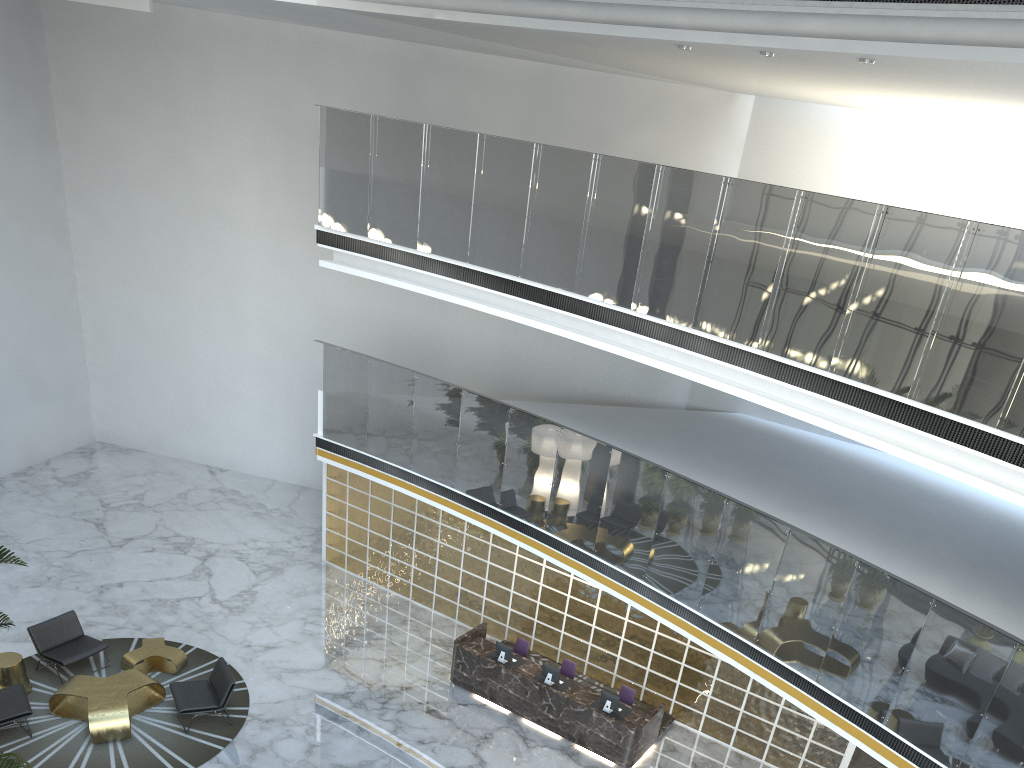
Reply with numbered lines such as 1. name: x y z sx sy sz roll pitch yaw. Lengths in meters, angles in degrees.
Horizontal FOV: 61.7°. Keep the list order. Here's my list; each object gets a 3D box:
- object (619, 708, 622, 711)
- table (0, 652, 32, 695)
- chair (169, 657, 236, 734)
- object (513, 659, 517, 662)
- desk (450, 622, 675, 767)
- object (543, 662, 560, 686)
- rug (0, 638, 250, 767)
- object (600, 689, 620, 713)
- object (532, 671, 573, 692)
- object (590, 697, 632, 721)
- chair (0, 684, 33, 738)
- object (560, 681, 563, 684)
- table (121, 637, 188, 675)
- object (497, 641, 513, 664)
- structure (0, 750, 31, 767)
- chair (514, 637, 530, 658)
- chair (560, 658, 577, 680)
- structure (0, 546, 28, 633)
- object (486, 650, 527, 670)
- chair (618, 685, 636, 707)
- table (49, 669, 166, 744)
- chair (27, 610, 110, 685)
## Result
1. object: 1.400 4.480 11.897 0.250 0.012 0.068 17 19 25
2. table: -6.568 3.808 11.193 0.463 0.559 0.405 -1 24 -20
3. chair: -4.063 4.095 11.287 0.732 0.747 0.647 -5 26 -30
4. object: -0.054 4.027 12.601 0.250 0.012 0.068 17 19 25
5. desk: 0.786 4.449 12.766 2.985 0.793 1.519 18 21 26
6. object: 0.540 4.109 12.112 0.275 0.328 0.108 19 28 25
7. rug: -5.336 4.281 11.303 3.580 0.021 3.159 7 17 -9
8. object: 1.329 4.354 11.731 0.275 0.328 0.108 19 28 25
9. object: 0.568 4.249 12.235 0.482 0.005 0.397 18 19 28
10. object: 1.357 4.495 11.853 0.482 0.005 0.397 18 19 28
11. chair: -6.335 3.961 10.490 0.727 0.747 0.651 -8 27 -34
12. object: 0.612 4.234 12.279 0.250 0.012 0.068 17 19 25
13. table: -5.042 3.892 12.185 0.741 0.304 0.785 11 18 6
14. object: -0.125 3.902 12.435 0.275 0.328 0.108 19 28 25
15. structure: -4.215 3.866 6.193 1.640 4.143 1.841 -11 30 -34
16. chair: 0.053 4.151 12.892 0.242 0.651 0.328 22 28 28
17. chair: 0.732 4.362 12.563 0.242 0.651 0.328 22 28 28
18. structure: -5.206 2.885 7.109 2.414 5.175 2.292 -12 31 -36
19. object: -0.098 4.042 12.557 0.482 0.005 0.397 18 19 28
20. chair: 1.539 4.613 12.173 0.242 0.651 0.328 22 28 28
21. table: -5.194 4.137 11.043 1.382 0.446 1.057 0 20 -26
22. chair: -6.074 3.618 11.766 0.691 0.747 0.687 19 24 25
